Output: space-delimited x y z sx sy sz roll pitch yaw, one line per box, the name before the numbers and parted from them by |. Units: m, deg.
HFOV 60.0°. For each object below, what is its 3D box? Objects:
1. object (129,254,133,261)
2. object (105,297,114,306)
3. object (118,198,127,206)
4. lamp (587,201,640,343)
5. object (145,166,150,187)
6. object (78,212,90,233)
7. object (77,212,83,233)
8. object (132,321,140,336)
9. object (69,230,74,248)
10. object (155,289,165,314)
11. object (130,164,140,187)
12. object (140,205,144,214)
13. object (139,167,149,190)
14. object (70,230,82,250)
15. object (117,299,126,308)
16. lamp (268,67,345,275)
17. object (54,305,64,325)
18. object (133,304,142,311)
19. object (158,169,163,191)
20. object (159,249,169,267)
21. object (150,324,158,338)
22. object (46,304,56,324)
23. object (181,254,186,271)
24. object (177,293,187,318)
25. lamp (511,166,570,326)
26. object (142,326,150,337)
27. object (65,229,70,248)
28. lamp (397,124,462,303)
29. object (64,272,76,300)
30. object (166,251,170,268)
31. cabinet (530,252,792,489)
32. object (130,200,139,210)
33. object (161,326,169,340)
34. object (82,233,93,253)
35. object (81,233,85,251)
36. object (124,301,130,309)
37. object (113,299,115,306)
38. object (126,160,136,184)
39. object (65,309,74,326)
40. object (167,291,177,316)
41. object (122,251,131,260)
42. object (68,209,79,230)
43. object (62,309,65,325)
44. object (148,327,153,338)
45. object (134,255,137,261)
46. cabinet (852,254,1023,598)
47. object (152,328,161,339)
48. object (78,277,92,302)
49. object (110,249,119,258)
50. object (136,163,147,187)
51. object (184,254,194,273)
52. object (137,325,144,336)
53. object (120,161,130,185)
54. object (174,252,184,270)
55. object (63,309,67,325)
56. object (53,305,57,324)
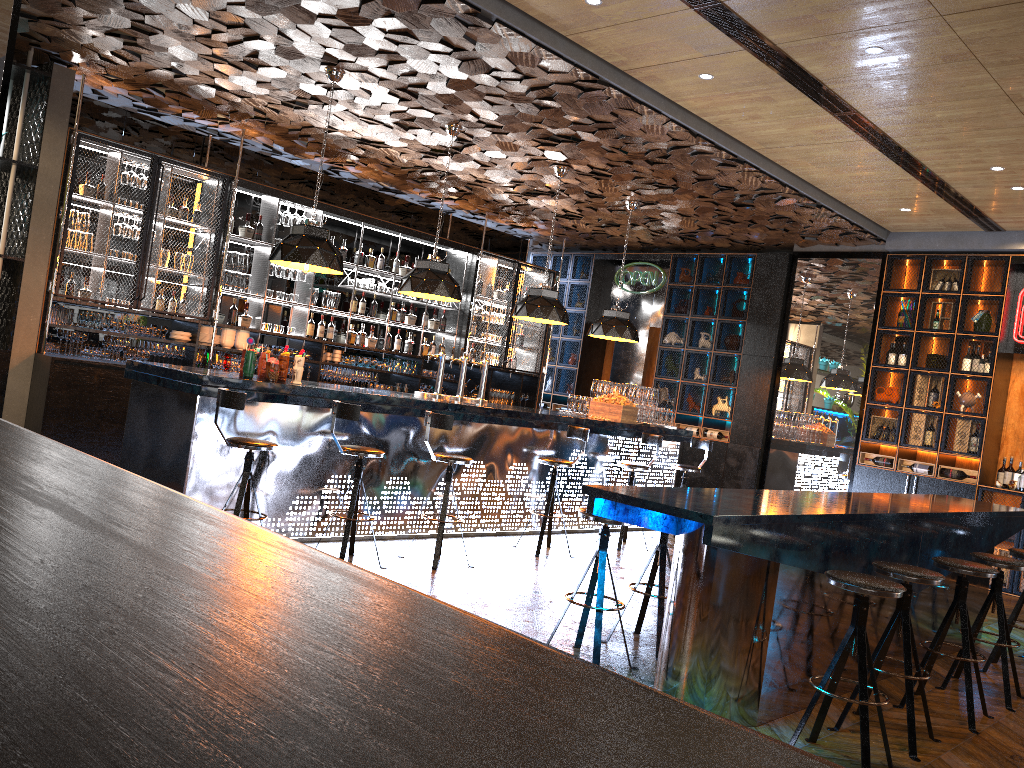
object | -3.749 -1.236 8.659 0.077 0.080 0.077 8 0 8
object | -3.842 -0.780 8.463 0.077 0.080 0.077 8 0 -7
object | -3.739 -1.736 8.501 0.077 0.080 0.077 8 0 34
lamp | 1.263 -1.288 10.097 0.607 1.564 0.582 8 0 44
object | -3.503 -2.002 8.591 0.081 0.213 0.081 8 0 -41
object | -3.990 -1.507 8.276 0.092 0.182 0.092 8 0 39
object | -4.049 -1.516 8.328 0.092 0.182 0.092 8 0 39
object | -3.606 -0.531 8.497 0.074 0.131 0.074 8 0 -34
object | -4.117 -1.341 8.297 0.092 0.182 0.092 8 0 39
object | -3.521 -0.824 8.876 0.075 0.261 0.075 8 0 2
object | -3.665 -2.026 8.628 0.081 0.213 0.081 8 0 -41
object | -3.632 -1.721 8.755 0.077 0.080 0.077 8 0 -11
object | -3.606 -2.017 8.691 0.081 0.213 0.081 8 0 -41
object | -4.044 -1.331 8.236 0.092 0.182 0.092 8 0 39
object | -3.762 -0.768 8.531 0.077 0.080 0.077 8 0 29
lamp | -1.505 -1.667 6.978 0.607 1.606 0.582 8 0 44
object | -4.092 -0.625 8.015 0.067 0.174 0.067 8 0 -7
object | -3.668 -0.755 8.674 0.077 0.080 0.077 8 0 32
object | -3.441 -1.993 8.657 0.081 0.213 0.081 8 0 -41
object | -3.454 -1.245 8.794 0.092 0.182 0.092 8 0 39
object | -3.595 -0.529 8.890 0.074 0.131 0.074 8 0 -34
object | -4.138 -0.632 7.950 0.067 0.174 0.067 8 0 -38
object | -3.338 -1.228 9.058 0.092 0.182 0.092 8 0 39
object | -3.357 -0.801 9.051 0.075 0.260 0.075 8 0 2
lamp | 0.397 -1.415 9.003 0.607 1.564 0.582 8 0 44
object | -3.535 -0.506 8.576 0.078 0.103 0.078 8 0 -4
object | -4.114 -1.341 8.161 0.092 0.182 0.092 8 0 39
lamp | -0.640 -1.567 8.074 0.607 1.564 0.582 8 0 44
object | -4.094 -0.908 8.228 0.075 0.260 0.075 8 0 -13
object | -3.489 -1.250 8.903 0.092 0.182 0.092 8 0 39
cabinet | 1.813 -0.100 12.784 4.416 3.514 0.691 8 0 44
object | -3.652 -1.724 8.564 0.077 0.080 0.077 8 0 -11
object | -3.448 -0.508 8.789 0.074 0.131 0.074 8 0 -34
object | -3.968 -1.319 8.302 0.092 0.182 0.092 8 0 39
object | -4.045 -1.331 8.360 0.092 0.182 0.092 8 0 39
object | -3.771 -0.770 8.646 0.077 0.080 0.077 8 0 9
object | -3.902 -0.789 8.614 0.077 0.080 0.077 8 0 -7
object | -3.628 -2.020 8.459 0.081 0.213 0.081 8 0 -41
object | -4.024 -0.604 8.062 0.051 0.152 0.058 8 0 -41
object | -3.442 -0.814 8.990 0.075 0.260 0.075 8 0 2
object | -3.721 -1.232 8.548 0.077 0.080 0.077 8 0 22
object | -4.053 -1.516 8.196 0.092 0.182 0.092 8 0 39
object | -4.104 -0.616 8.151 0.051 0.152 0.058 8 0 5
object | -3.550 -0.506 8.681 0.078 0.099 0.078 8 0 11
object | -3.682 -1.226 8.740 0.077 0.080 0.077 8 0 39
cabinet | 5.836 0.491 8.910 4.416 3.514 0.691 8 0 44
object | -3.463 -0.493 8.642 0.078 0.099 0.078 8 0 11
object | -4.008 -0.887 8.335 0.108 0.244 0.108 8 0 -33
object | -3.817 -1.246 8.501 0.077 0.080 0.077 8 0 -35
object | -3.562 -2.010 8.529 0.081 0.213 0.081 8 0 -41
object | -3.278 -1.219 8.985 0.092 0.182 0.092 8 0 39
object | -3.612 -0.517 8.617 0.078 0.103 0.078 8 0 -4
object | -3.731 -2.035 8.559 0.081 0.213 0.081 8 0 -41
object | -3.357 -1.231 8.931 0.092 0.182 0.092 8 0 39
object | -4.063 -0.610 8.106 0.058 0.152 0.051 8 0 -42
object | -4.152 -0.634 8.063 0.067 0.174 0.067 8 0 -21
